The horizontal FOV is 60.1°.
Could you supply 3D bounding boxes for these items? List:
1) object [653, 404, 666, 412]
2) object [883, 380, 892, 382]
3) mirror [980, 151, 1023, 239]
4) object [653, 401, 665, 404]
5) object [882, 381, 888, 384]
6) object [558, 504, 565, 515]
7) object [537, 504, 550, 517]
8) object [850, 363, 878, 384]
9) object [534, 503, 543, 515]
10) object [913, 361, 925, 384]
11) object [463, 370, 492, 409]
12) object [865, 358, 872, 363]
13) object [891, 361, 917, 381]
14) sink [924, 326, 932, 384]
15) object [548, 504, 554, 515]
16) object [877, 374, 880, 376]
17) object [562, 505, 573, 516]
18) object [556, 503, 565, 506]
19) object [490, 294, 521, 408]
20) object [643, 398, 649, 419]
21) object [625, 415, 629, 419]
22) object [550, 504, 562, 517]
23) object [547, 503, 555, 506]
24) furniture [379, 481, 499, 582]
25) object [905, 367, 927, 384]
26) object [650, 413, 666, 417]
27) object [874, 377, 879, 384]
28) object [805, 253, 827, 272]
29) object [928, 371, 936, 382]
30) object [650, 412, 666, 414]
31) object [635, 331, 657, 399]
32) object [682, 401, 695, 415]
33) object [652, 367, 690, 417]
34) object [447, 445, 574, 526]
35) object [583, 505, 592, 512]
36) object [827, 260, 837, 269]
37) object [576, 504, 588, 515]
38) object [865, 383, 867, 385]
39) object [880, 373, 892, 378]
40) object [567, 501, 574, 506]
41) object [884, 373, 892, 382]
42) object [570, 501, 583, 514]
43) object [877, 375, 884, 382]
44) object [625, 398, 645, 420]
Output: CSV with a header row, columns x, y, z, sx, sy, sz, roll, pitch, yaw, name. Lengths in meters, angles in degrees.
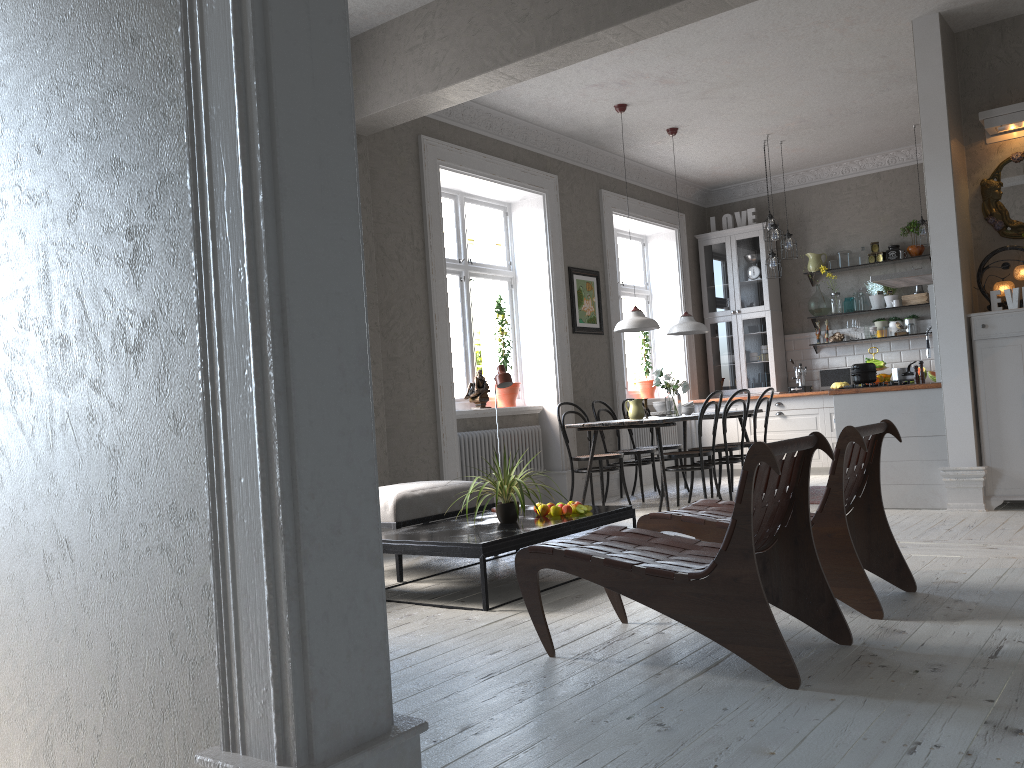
x,y,z,sx,sy,sz,roll,pitch,yaw,name
1.348,0.222,7.896,0.176,0.094,0.183,-5,-2,28,object
3.888,-0.019,9.206,0.054,0.044,0.215,-4,-2,-14,object
3.455,-1.282,5.977,0.522,0.593,0.072,-5,-2,37,mirror
1.347,0.202,7.897,0.176,0.094,0.183,-5,-2,28,object
3.827,-0.009,9.096,0.068,0.051,0.089,-4,-2,-5,object
0.266,0.667,4.720,0.055,0.058,0.059,-5,-2,28,object
0.164,0.669,4.686,0.071,0.066,0.069,-3,-2,-38,object
2.576,-0.077,6.483,0.188,0.147,0.195,-5,-2,17,object
0.147,0.673,4.776,0.065,0.066,0.072,-6,-2,42,object
2.841,-0.084,6.181,0.071,0.166,0.036,-5,-2,37,object
-0.292,0.044,7.364,0.117,0.329,0.242,-5,-2,39,object
3.712,-0.248,9.222,0.072,0.058,0.051,-4,-2,13,object
2.929,-0.093,6.511,0.177,0.134,0.300,-3,-2,-18,object
3.235,-0.109,6.996,0.517,0.720,0.496,-5,-2,37,sink
0.205,0.673,4.745,0.057,0.056,0.061,-5,-2,24,object
3.835,-0.061,9.245,0.084,0.093,0.088,-5,-2,33,object
0.290,0.663,4.651,0.057,0.058,0.056,-3,-2,-28,object
0.264,0.669,4.782,0.062,0.058,0.061,-4,-2,-8,object
-0.074,-0.292,7.693,0.273,0.991,0.267,-4,-2,-14,object
1.113,0.203,7.340,0.060,0.167,0.058,-2,-2,-40,object
1.071,0.249,7.814,0.137,0.112,0.141,-5,-2,20,object
0.231,0.665,4.665,0.063,0.063,0.060,-3,-2,-22,object
0.210,0.674,4.811,0.056,0.058,0.059,-5,-2,20,object
-0.579,0.822,5.169,0.571,0.476,0.845,-5,-2,37,furniture
4.006,-0.079,8.817,0.222,0.174,0.231,-3,-2,-31,object
1.352,0.275,7.895,0.242,0.027,0.232,-3,-2,-35,object
3.713,-0.036,9.095,0.112,0.110,0.112,-4,-2,4,object
3.327,-1.329,9.693,0.177,0.216,0.187,-2,-2,-39,object
4.179,-0.073,8.625,0.221,0.127,0.150,-5,-2,19,object
1.352,0.266,7.895,0.237,0.027,0.238,-4,-2,5,object
1.462,-0.244,9.712,0.264,0.813,0.255,-3,-2,-26,object
1.545,0.212,7.804,0.130,0.119,0.122,-3,-2,-37,object
1.324,0.064,7.334,0.305,0.414,0.256,-5,-2,35,object
-0.002,0.506,4.534,0.676,0.420,0.717,-3,-2,-35,object
0.398,0.670,4.776,0.067,0.037,0.046,-3,-2,-27,object
3.492,-1.288,9.644,0.101,0.111,0.105,-5,-2,37,object
0.362,0.661,4.656,0.057,0.053,0.061,-6,-3,43,object
3.716,-0.005,9.231,0.089,0.057,0.084,-3,-2,-21,object
3.868,-0.084,9.166,0.124,0.056,0.061,-5,-2,29,object
0.326,0.663,4.794,0.059,0.062,0.064,-5,-2,19,object
3.886,-0.079,9.144,0.128,0.120,0.060,-3,-2,-30,object
0.343,0.659,4.719,0.076,0.064,0.073,-3,-2,-22,object
3.790,-0.051,9.133,0.089,0.078,0.087,-3,-2,-27,object
1.018,0.207,7.305,0.150,0.170,0.135,-4,-2,-2,object
